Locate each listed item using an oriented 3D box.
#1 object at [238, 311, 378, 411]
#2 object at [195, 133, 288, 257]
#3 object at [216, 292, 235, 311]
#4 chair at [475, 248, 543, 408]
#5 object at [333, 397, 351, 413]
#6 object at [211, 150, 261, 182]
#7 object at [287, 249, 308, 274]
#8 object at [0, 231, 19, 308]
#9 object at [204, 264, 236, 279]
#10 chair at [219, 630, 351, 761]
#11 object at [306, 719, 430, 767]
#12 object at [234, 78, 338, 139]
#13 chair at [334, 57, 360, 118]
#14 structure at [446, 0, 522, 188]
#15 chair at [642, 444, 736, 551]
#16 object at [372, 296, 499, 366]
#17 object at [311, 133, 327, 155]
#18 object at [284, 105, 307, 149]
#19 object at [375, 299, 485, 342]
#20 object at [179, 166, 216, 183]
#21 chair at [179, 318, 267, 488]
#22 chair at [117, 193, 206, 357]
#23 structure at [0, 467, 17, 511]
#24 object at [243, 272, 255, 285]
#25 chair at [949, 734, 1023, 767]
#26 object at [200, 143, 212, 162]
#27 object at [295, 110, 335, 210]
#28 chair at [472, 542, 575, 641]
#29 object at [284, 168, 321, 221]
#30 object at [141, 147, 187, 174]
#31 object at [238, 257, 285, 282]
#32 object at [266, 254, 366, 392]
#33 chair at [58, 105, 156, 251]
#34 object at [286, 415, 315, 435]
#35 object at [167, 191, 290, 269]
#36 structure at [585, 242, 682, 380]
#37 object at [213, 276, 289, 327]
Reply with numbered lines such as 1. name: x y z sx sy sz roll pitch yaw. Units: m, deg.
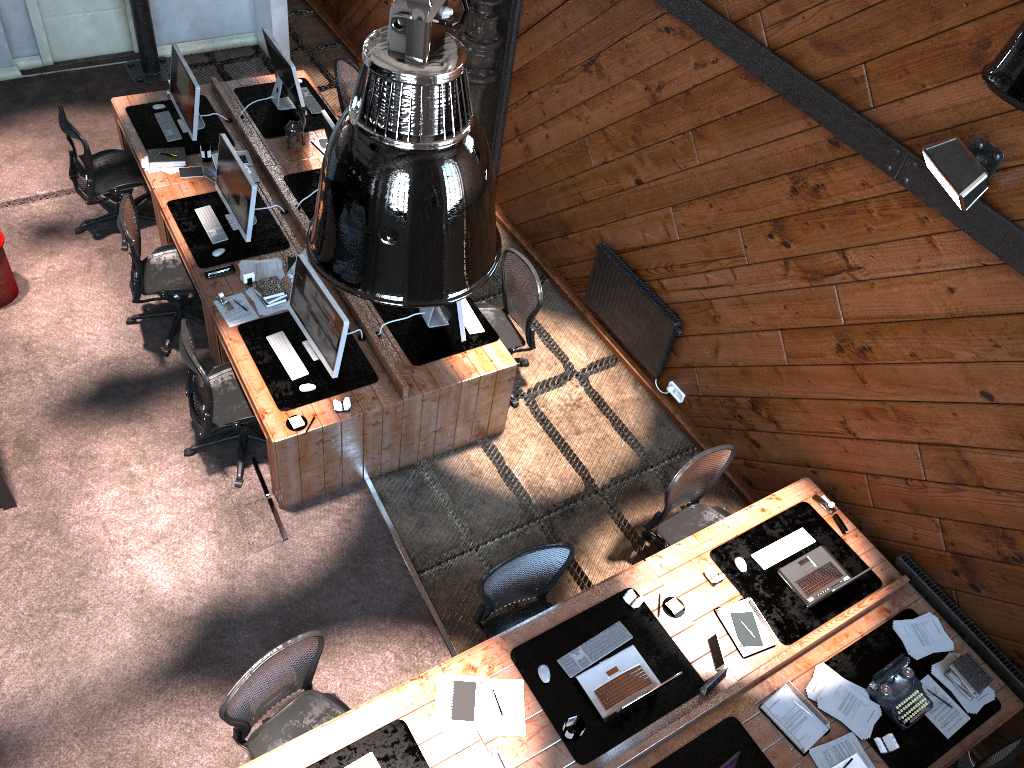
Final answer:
1. object: -1.375 -0.209 5.957 0.687 0.008 0.848 -19 54 -25
2. object: -2.096 -1.371 6.518 0.654 0.576 0.735 17 47 6
3. object: -1.991 -0.580 6.147 0.054 0.064 0.159 -32 60 -32
4. chair: -0.144 -0.408 6.646 0.792 1.085 0.770 -31 60 -32
5. object: -1.087 0.131 5.661 0.106 0.063 0.082 -6 49 -15
6. object: -2.245 -1.759 7.197 0.304 0.017 0.467 -14 52 -21
7. object: -1.549 -0.945 6.384 0.165 0.320 0.178 -12 51 -20
8. object: -4.007 -0.934 6.678 0.414 0.707 0.414 16 47 4
9. object: -2.096 -0.809 6.361 0.215 0.031 0.089 -20 54 -26
10. chair: -1.033 1.776 4.495 0.792 1.085 0.770 25 49 13
11. object: -0.721 2.017 4.044 0.848 0.008 0.687 -21 55 -26
12. object: -2.013 -2.471 7.906 0.687 0.008 0.848 -19 54 -25
13. chair: -1.637 -2.357 8.157 0.770 1.085 0.792 33 51 19
14. structure: -0.283 -2.932 7.808 0.500 2.745 1.003 -15 52 -22
15. chair: 1.241 0.940 5.664 0.792 1.085 0.770 33 51 19
16. object: -0.579 -0.504 6.368 0.687 0.008 0.848 -19 54 -25
17. object: -1.529 -2.081 7.603 0.316 0.060 0.229 -27 57 -30
18. object: -1.800 -2.172 7.439 0.229 0.351 0.135 -22 55 -27
19. object: -0.476 -0.647 6.148 0.663 0.578 0.811 23 48 11
20. object: -2.465 -1.678 7.050 0.347 0.083 0.129 11 47 0
21. chair: -1.862 0.030 5.940 0.792 1.085 0.770 -31 60 -32
22. chair: -2.563 -0.890 6.654 0.792 1.085 0.770 -21 55 -26
23. structure: -4.854 -2.127 5.845 10.620 4.603 5.793 -20 54 -26
24. object: -1.867 -0.746 6.298 0.076 0.102 0.034 -20 54 -25
25. chair: 2.176 2.037 4.830 0.770 1.085 0.792 -31 60 -32
26. object: -2.487 -1.883 7.205 0.078 0.138 0.099 -6 49 -15
27. object: -1.283 -1.734 6.995 0.642 0.578 0.772 16 47 5
28. chair: 0.141 1.421 5.028 0.770 1.085 0.792 -31 60 -32
29. object: -1.369 -1.503 7.139 0.687 0.008 0.848 -19 54 -25
30. object: -2.799 -1.807 7.120 0.363 0.065 0.325 0 48 -10
31. object: -1.821 -0.831 6.448 0.315 0.002 0.246 -7 50 -16
32. object: -1.242 -0.426 5.806 0.610 0.573 0.714 -21 55 -26
33. chair: -3.328 -1.789 7.337 0.770 1.085 0.792 33 51 19
34. object: -1.334 0.238 5.543 0.154 0.026 0.158 16 47 5
35. object: -2.157 -1.212 6.732 0.687 0.008 0.848 -19 54 -25
36. structure: 0.940 -0.563 7.027 0.073 0.628 1.064 -20 54 -26
37. object: -1.804 -0.600 6.174 0.478 0.098 0.319 -22 55 -27
